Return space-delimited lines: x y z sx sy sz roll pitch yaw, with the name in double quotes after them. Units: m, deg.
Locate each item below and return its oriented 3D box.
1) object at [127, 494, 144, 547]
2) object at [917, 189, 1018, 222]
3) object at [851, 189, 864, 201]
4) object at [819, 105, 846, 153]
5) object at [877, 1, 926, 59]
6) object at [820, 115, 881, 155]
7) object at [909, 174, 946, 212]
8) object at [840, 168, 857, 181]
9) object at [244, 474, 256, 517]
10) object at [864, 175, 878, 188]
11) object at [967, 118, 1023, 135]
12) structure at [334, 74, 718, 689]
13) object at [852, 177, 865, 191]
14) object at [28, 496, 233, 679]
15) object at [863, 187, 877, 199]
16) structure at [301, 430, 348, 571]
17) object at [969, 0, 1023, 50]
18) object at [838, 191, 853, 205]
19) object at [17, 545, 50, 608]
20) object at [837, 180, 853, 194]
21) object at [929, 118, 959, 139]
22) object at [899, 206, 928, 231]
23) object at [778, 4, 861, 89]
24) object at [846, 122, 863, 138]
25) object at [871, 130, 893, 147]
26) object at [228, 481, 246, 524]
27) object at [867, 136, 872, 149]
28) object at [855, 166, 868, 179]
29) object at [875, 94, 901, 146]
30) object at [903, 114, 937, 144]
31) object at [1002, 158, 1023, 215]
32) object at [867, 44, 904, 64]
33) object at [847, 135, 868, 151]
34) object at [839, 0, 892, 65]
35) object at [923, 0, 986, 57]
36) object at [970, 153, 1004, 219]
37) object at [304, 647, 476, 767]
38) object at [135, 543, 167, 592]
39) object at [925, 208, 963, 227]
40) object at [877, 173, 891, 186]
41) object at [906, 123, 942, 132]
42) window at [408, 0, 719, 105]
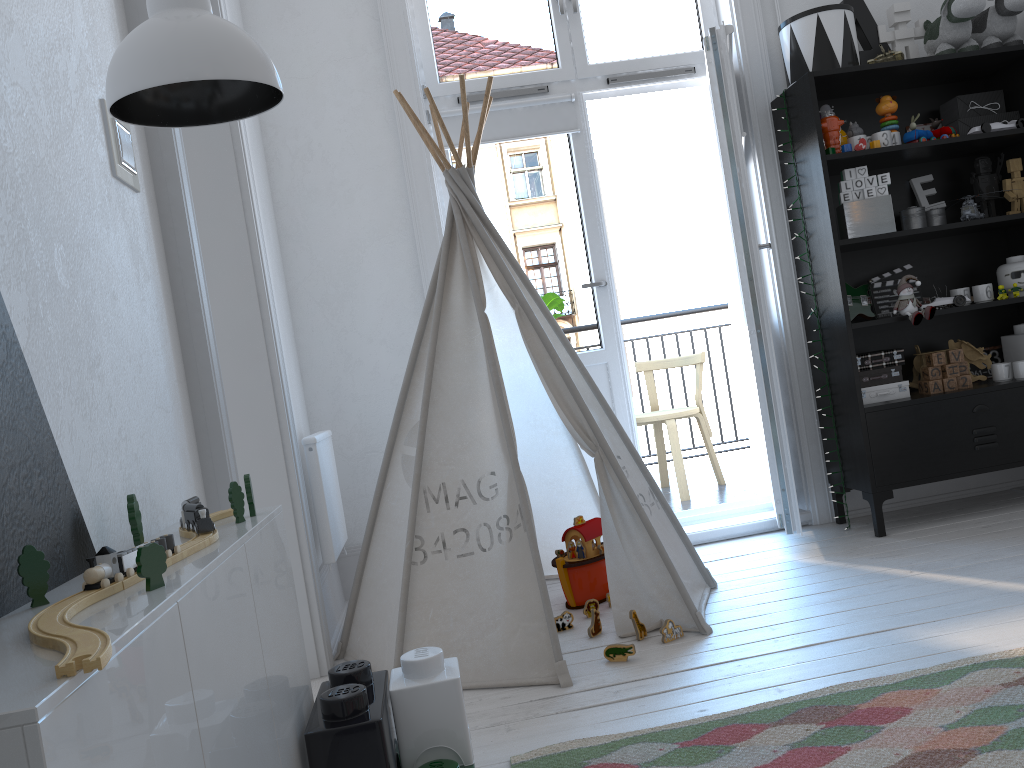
-0.495 0.185 1.167 0.009 0.081 0.037 -9 1 -12 "object"
1.728 -0.658 3.360 0.367 0.106 0.349 -9 1 -4 "object"
1.261 -0.687 3.253 0.040 0.040 0.040 -9 1 -1 "object"
1.175 -0.928 3.251 0.105 0.203 0.072 -9 1 2 "object"
1.530 -1.333 3.465 0.190 0.290 0.065 -9 1 -1 "object"
1.202 -0.928 3.325 0.197 0.197 0.318 -9 1 -9 "object"
1.646 -0.754 3.511 0.107 0.151 0.055 -9 1 -6 "object"
1.232 -0.764 3.247 0.040 0.040 0.040 -9 1 -1 "object"
-0.418 0.177 1.414 0.009 0.067 0.054 -9 1 -15 "object"
1.310 -0.736 3.236 0.040 0.040 0.040 -9 1 24 "object"
1.796 -0.948 3.290 0.230 0.048 0.098 -9 1 -16 "object"
-0.075 -0.102 2.774 1.142 1.750 1.144 -10 1 -30 "structure"
1.266 -0.729 3.243 0.040 0.040 0.040 -9 1 14 "object"
-0.426 0.192 1.044 0.111 0.047 0.902 -9 1 -11 "object"
1.303 -0.694 3.239 0.040 0.040 0.040 -9 1 9 "object"
-0.625 0.393 3.038 0.075 0.460 0.635 -9 1 -9 "structure"
1.782 -1.349 3.329 0.211 0.253 0.387 -9 1 -22 "object"
1.222 -0.681 3.252 0.040 0.040 0.040 -9 1 9 "object"
-0.486 0.195 0.904 0.029 0.063 0.007 -10 1 -43 "object"
1.221 -0.722 3.250 0.040 0.040 0.040 -9 1 4 "object"
1.620 -0.960 3.362 0.087 0.112 0.122 -10 1 -35 "object"
1.568 -0.635 3.461 0.095 0.110 0.095 -9 1 -1 "object"
1.178 -1.260 3.385 0.272 0.259 0.394 -9 1 23 "object"
1.324 -0.931 3.414 0.063 0.160 0.063 -10 1 -27 "object"
1.359 -0.888 3.254 0.067 0.067 0.067 -9 1 -5 "object"
-0.417 0.179 1.346 0.007 0.063 0.029 -9 1 21 "object"
1.320 -0.882 3.310 0.067 0.067 0.067 -10 1 -32 "object"
1.273 -0.770 3.240 0.040 0.040 0.040 -9 1 4 "object"
1.402 -0.969 3.298 0.077 0.213 0.077 -9 1 28 "object"
1.516 -0.942 3.309 0.121 0.126 0.087 -10 1 -28 "object"
1.927 -0.747 3.369 0.114 0.221 0.052 -9 1 -6 "object"
1.391 -1.213 3.298 0.121 0.100 0.338 -9 1 29 "object"
1.272 -0.874 3.261 0.067 0.067 0.067 -9 1 -5 "object"
1.352 -1.332 3.478 0.343 0.344 0.057 -9 1 -6 "object"
1.633 -1.325 3.309 0.154 0.253 0.370 -9 1 2 "object"
1.843 -0.754 3.423 0.117 0.259 0.081 -9 1 -6 "object"
-0.185 0.634 1.458 0.246 0.332 0.246 -9 1 -6 "object"
-0.364 0.185 0.898 0.006 0.046 0.037 -9 1 21 "object"
1.674 -0.643 3.387 0.078 0.091 0.246 -9 1 -11 "object"
1.354 -0.742 3.228 0.040 0.040 0.040 -9 1 19 "object"
1.749 -0.988 3.532 0.347 0.132 0.037 -9 1 -6 "object"
0.212 -1.534 3.582 1.263 0.660 0.101 -9 1 -6 "window"
